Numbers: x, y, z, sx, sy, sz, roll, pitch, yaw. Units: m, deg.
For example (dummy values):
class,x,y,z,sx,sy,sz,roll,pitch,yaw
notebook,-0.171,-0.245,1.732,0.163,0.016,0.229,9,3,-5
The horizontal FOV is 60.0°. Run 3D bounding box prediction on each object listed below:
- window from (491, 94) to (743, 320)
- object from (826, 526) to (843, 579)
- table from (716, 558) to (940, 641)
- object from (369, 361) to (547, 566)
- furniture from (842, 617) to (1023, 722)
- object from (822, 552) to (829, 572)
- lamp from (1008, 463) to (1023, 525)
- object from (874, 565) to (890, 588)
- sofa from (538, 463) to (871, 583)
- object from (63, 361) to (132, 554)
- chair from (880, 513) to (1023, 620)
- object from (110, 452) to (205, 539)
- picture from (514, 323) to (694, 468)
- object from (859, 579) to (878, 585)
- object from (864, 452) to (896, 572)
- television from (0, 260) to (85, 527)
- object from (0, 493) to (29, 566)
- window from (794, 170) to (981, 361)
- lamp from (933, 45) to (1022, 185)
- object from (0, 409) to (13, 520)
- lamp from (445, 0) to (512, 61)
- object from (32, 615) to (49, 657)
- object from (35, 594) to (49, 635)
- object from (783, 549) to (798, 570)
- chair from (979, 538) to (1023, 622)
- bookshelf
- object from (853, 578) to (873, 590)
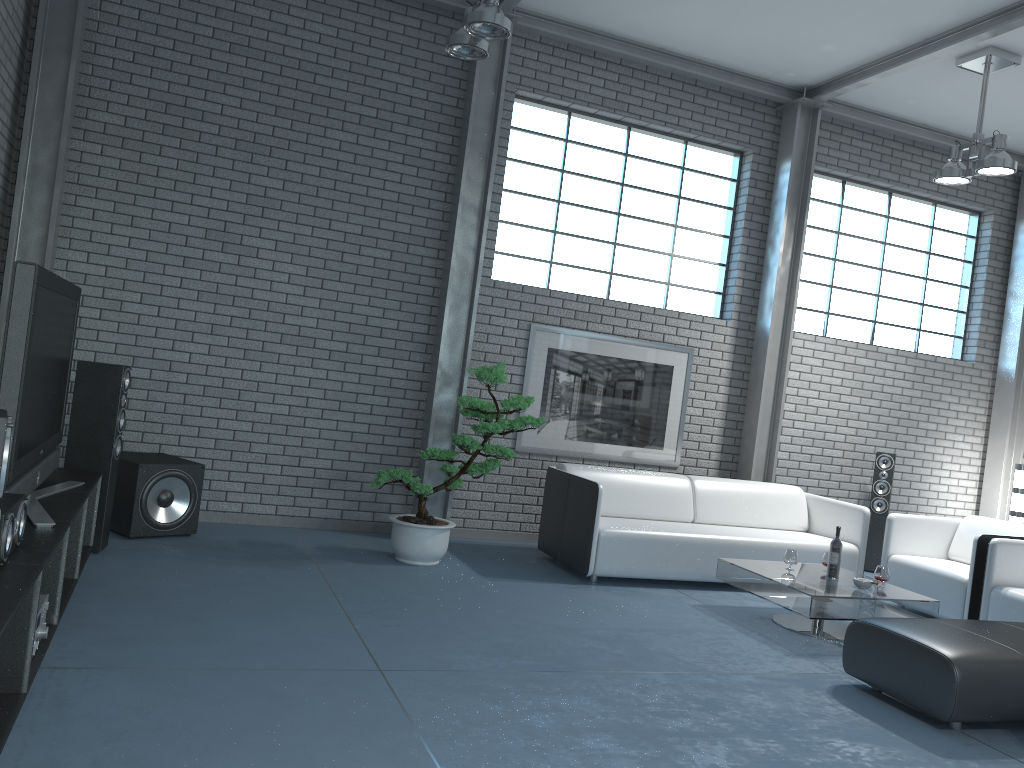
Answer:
class,x,y,z,sx,sy,sz,roll,pitch,yaw
window,0.888,-1.421,7.417,2.200,1.500,0.100,7,0,-20
object,1.967,1.022,5.391,0.079,0.316,0.079,7,0,12
table,1.856,1.318,5.336,0.900,0.300,0.900,7,0,-20
object,-0.357,0.501,5.728,1.032,1.362,0.586,7,0,29
furniture,2.299,1.320,4.176,1.291,0.301,0.685,7,0,-20
object,2.007,1.127,5.612,0.089,0.120,0.089,7,0,35
lamp,4.338,1.239,7.646,0.140,1.100,0.098,7,0,32
object,2.213,1.152,5.309,0.089,0.120,0.089,7,0,35
sofa,1.400,1.036,6.510,2.238,0.661,0.919,7,0,-20
object,-2.331,0.406,4.941,0.254,1.045,0.159,7,0,-10
chair,3.176,1.262,6.105,0.919,0.661,0.767,7,0,-23
object,-2.319,0.703,5.647,0.536,0.464,0.445,7,0,40
picture,0.777,0.115,7.220,1.490,1.015,0.020,7,0,-20
object,2.048,1.152,5.093,0.024,0.052,0.128,7,0,-27
object,3.225,1.125,7.792,0.159,1.045,0.254,7,0,25
television,-1.919,0.017,3.603,0.343,0.919,1.356,7,0,-20
object,-1.640,0.433,2.684,0.254,0.159,0.381,7,0,-20
window,3.490,-1.085,8.396,2.200,1.500,0.100,7,0,-20
lamp,3.383,-1.926,6.397,0.300,0.872,0.639,7,0,-20
object,-1.064,0.558,1.522,0.254,1.045,0.159,7,0,-30
lamp,-0.148,-2.382,5.069,0.300,0.872,0.639,7,0,-20
object,-1.745,0.846,2.901,0.375,0.070,0.430,7,0,-20
object,-1.743,0.772,2.899,0.360,0.070,0.430,7,0,-20
object,1.732,1.091,5.506,0.089,0.120,0.089,7,0,35
chair,3.452,1.295,5.252,0.919,0.661,0.767,7,0,-18
bookshelf,-1.867,0.737,3.241,0.405,0.497,2.764,7,0,-20
object,2.028,1.160,5.130,0.108,0.056,0.108,7,0,-24
